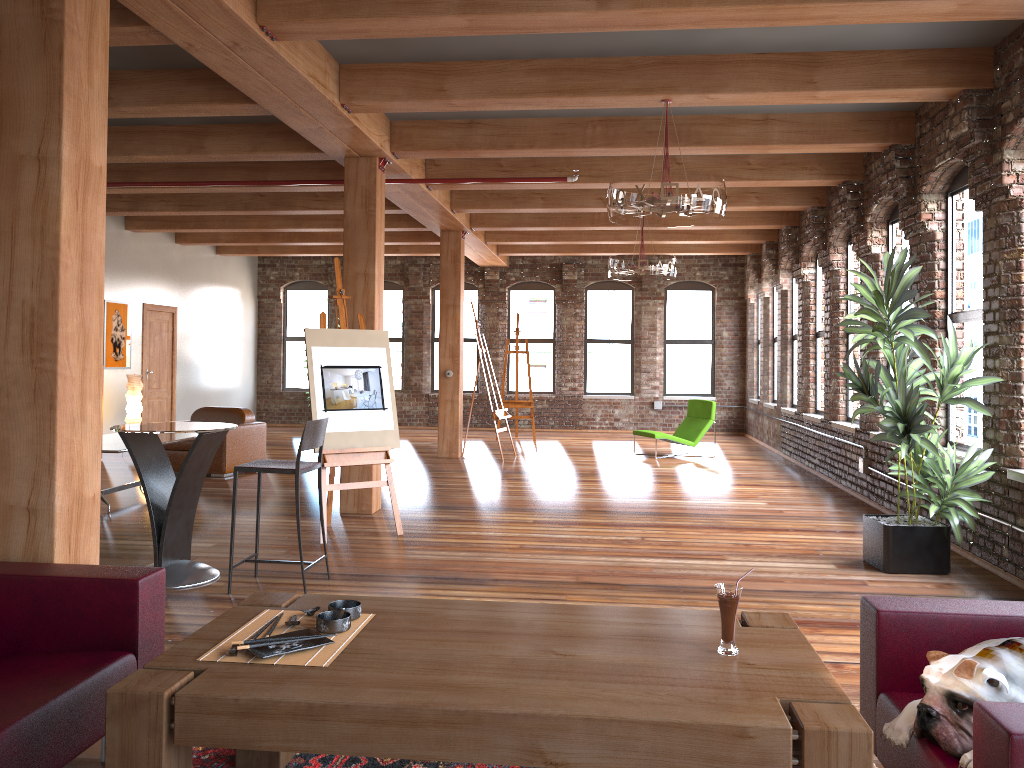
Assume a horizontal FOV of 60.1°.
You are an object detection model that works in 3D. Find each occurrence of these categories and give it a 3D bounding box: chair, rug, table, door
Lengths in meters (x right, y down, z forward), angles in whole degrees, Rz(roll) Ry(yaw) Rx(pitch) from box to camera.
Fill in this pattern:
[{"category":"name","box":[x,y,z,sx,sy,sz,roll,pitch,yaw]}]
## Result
[{"category":"chair","box":[1.485,0.993,2.268,0.865,0.593,1.071,1,1,6]},{"category":"rug","box":[-0.096,1.269,2.432,2.462,0.009,1.343,1,2,6]},{"category":"chair","box":[-3.551,0.652,10.315,1.064,0.736,0.830,1,0,16]},{"category":"chair","box":[-1.709,0.950,2.641,0.865,0.593,1.071,1,1,6]},{"category":"chair","box":[-1.347,0.693,5.183,0.467,0.982,0.429,1,-1,6]},{"category":"table","box":[-0.046,0.997,2.439,1.750,0.550,0.900,1,1,6]},{"category":"chair","box":[2.287,0.621,12.523,0.956,0.797,0.680,0,0,-19]},{"category":"table","box":[-3.592,0.795,8.239,0.939,0.560,1.871,1,1,6]},{"category":"door","box":[-5.467,-0.151,13.569,0.226,2.122,1.029,0,-1,6]},{"category":"table","box":[-2.040,0.717,5.347,0.721,0.925,0.721,1,0,31]}]

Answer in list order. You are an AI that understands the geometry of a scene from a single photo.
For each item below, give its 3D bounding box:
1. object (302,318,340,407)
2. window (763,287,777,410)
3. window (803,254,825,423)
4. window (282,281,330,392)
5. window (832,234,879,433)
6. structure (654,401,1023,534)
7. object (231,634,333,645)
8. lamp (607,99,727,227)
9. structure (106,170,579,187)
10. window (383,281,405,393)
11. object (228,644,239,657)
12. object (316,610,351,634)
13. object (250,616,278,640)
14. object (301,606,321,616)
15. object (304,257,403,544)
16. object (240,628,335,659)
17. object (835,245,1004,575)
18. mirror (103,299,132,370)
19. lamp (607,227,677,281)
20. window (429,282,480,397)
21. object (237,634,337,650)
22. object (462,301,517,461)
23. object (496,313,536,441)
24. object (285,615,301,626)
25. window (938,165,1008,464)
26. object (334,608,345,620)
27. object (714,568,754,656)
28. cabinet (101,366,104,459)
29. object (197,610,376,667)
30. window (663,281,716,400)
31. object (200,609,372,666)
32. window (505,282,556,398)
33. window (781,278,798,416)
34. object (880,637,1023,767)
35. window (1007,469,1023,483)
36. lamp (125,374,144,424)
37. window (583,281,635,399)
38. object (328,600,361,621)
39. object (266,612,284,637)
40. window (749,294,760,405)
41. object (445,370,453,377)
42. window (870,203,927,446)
[{"category":"object","box":[-3.375,-0.199,16.522,1.080,2.105,0.966,1,-1,-16]},{"category":"window","box":[4.129,-0.734,13.830,0.231,2.217,0.968,0,-1,6]},{"category":"window","box":[3.811,-0.657,10.916,0.230,2.217,0.968,0,-1,6]},{"category":"window","box":[-4.025,-0.939,17.403,0.968,2.171,0.086,1,-1,6]},{"category":"window","box":[3.655,-0.619,9.457,0.236,2.217,0.968,0,-1,6]},{"category":"structure","box":[3.520,0.676,9.644,1.633,0.313,13.707,1,2,-1]},{"category":"object","box":[-0.623,0.693,2.411,0.270,0.008,0.007,0,0,-20]},{"category":"lamp","box":[1.057,-1.536,6.063,0.809,0.815,0.809,0,0,-41]},{"category":"structure","box":[-2.758,-1.995,8.664,6.808,0.112,0.051,1,-1,6]},{"category":"window","box":[-2.542,-0.920,17.241,0.968,2.171,0.086,1,-1,6]},{"category":"object","box":[-0.732,0.705,2.331,0.018,0.021,0.059,1,1,-7]},{"category":"object","box":[-0.515,0.689,2.559,0.099,0.043,0.099,2,2,44]},{"category":"object","box":[-0.716,0.706,2.553,0.007,0.008,0.270,1,2,2]},{"category":"object","box":[-0.614,0.695,2.703,0.059,0.021,0.018,-1,1,-42]},{"category":"object","box":[-1.261,0.069,6.854,0.701,2.142,0.684,1,-1,-34]},{"category":"object","box":[-0.609,0.706,2.395,0.213,0.018,0.154,-1,2,-39]},{"category":"object","box":[2.653,0.157,5.868,0.966,2.105,1.079,0,-1,19]},{"category":"mirror","box":[-5.510,-0.681,12.375,0.025,0.953,0.694,0,0,6]},{"category":"lamp","box":[1.528,-1.651,10.385,0.809,0.815,0.809,1,0,42]},{"category":"window","box":[-1.088,-0.869,17.015,0.968,2.229,0.221,1,-1,6]},{"category":"object","box":[-0.603,0.694,2.390,0.270,0.008,0.007,0,1,-28]},{"category":"object","box":[-0.345,-0.067,12.104,0.685,2.142,0.661,0,-1,16]},{"category":"object","box":[0.082,-0.140,14.927,0.662,2.142,0.684,1,-1,1]},{"category":"object","box":[-0.643,0.693,2.615,0.045,0.030,0.153,0,1,-9]},{"category":"window","box":[3.337,-0.541,6.540,0.235,2.217,0.968,0,-1,6]},{"category":"object","box":[-0.500,0.663,2.533,0.045,0.080,0.137,1,1,-29]},{"category":"object","box":[0.595,0.614,2.399,0.095,0.232,0.075,0,-1,39]},{"category":"cabinet","box":[-5.490,0.382,10.776,0.419,1.210,1.186,1,0,6]},{"category":"object","box":[-0.619,0.712,2.512,0.352,0.001,0.469,1,2,6]},{"category":"window","box":[3.310,-0.816,16.536,0.968,2.220,0.218,1,-1,6]},{"category":"object","box":[-0.620,0.712,2.512,0.332,0.003,0.471,1,2,6]},{"category":"window","box":[0.369,-0.850,16.856,0.968,2.229,0.221,1,-1,6]},{"category":"window","box":[3.971,-0.696,12.371,0.233,2.217,0.968,0,-1,6]},{"category":"object","box":[1.372,0.813,2.348,0.754,0.297,0.365,0,1,-22]},{"category":"window","box":[3.178,-0.503,5.082,0.235,2.217,0.968,0,-1,6]},{"category":"lamp","box":[-4.977,0.414,11.694,0.270,1.115,0.261,1,-1,-39]},{"category":"window","box":[1.832,-0.835,16.697,0.968,2.220,0.218,1,-1,6]},{"category":"object","box":[-0.505,0.686,2.676,0.099,0.043,0.099,1,1,32]},{"category":"object","box":[-0.693,0.705,2.587,0.007,0.008,0.270,1,2,-4]},{"category":"window","box":[4.291,-0.774,15.315,0.232,2.217,0.968,0,-1,6]},{"category":"object","box":[-0.853,-0.137,11.969,0.095,0.095,0.061,1,0,6]},{"category":"window","box":[3.494,-0.580,7.999,0.232,2.217,0.968,0,-1,6]}]
